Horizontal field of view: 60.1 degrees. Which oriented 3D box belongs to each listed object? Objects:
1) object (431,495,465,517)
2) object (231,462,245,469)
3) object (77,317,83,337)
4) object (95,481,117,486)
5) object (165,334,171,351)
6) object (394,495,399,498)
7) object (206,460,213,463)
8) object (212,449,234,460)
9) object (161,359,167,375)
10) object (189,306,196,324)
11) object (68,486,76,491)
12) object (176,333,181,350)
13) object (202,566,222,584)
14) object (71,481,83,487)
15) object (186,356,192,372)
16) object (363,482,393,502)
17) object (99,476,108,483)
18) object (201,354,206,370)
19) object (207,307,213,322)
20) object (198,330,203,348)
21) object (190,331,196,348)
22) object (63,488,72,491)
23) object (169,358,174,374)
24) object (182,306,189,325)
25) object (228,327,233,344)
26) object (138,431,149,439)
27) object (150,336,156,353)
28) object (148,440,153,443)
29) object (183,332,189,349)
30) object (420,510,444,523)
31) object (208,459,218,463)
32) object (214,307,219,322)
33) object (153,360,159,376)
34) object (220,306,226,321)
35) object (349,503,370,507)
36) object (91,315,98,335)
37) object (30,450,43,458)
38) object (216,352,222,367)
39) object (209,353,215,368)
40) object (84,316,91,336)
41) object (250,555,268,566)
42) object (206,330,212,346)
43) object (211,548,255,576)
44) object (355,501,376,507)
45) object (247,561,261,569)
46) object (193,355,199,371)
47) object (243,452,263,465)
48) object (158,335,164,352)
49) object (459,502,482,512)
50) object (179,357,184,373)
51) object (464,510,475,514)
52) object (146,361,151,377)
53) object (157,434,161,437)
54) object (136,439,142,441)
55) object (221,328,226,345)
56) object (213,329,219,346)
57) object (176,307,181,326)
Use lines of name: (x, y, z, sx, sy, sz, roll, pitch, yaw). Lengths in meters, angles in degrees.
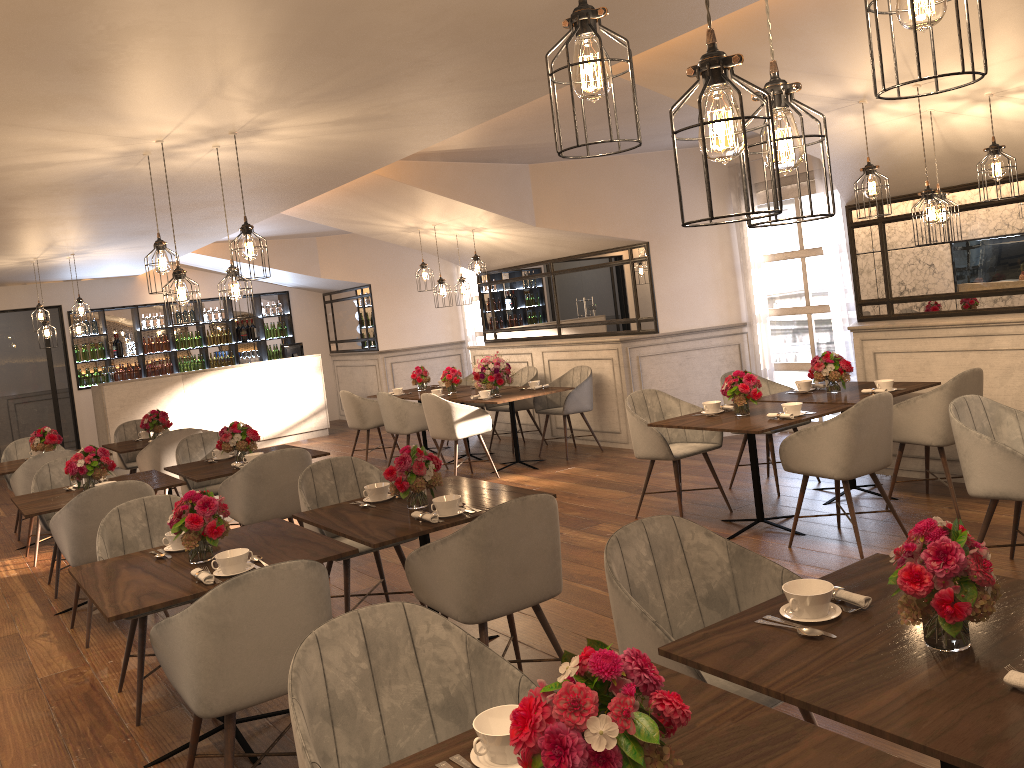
object: (-0.276, 0.523, 3.782, 0.148, 0.072, 0.149, -4, 5, 33)
object: (-1.810, 0.538, 5.847, 0.056, 0.039, 0.175, -10, 6, -34)
object: (-6.267, -0.843, 12.805, 0.075, 0.309, 0.075, -7, 2, -9)
object: (-2.471, 0.640, 5.395, 0.148, 0.072, 0.149, -6, 5, 9)
object: (-5.255, -0.629, 13.516, 0.065, 0.261, 0.066, -5, 2, 35)
object: (-0.573, 0.536, 4.303, 0.025, 0.024, 0.192, -9, 6, -34)
object: (-2.167, 0.550, 6.315, 0.043, 0.015, 0.197, -10, 6, -37)
object: (-2.089, 0.505, 6.394, 0.148, 0.072, 0.149, -6, 5, 9)
object: (-5.303, -0.253, 13.465, 0.065, 0.261, 0.066, -5, 2, 35)
object: (-4.951, -1.081, 13.706, 0.075, 0.309, 0.075, -8, 2, -23)
object: (-2.887, 0.687, 5.814, 0.022, 0.004, 0.210, -10, 6, -34)
object: (-5.131, -0.652, 13.601, 0.065, 0.261, 0.066, -5, 2, 35)
object: (-1.096, 0.695, 3.230, 0.025, 0.024, 0.192, -9, 6, -34)
object: (-2.842, 0.641, 5.878, 0.148, 0.072, 0.149, -6, 5, 9)
object: (-4.998, -0.309, 13.674, 0.065, 0.261, 0.066, -5, 2, 35)
object: (-0.646, 0.524, 4.265, 0.148, 0.072, 0.149, -4, 5, 33)
object: (-2.747, 0.641, 5.943, 0.056, 0.039, 0.175, -10, 6, -34)
object: (-4.816, -0.341, 13.798, 0.065, 0.261, 0.066, -5, 2, 35)
object: (-4.730, -1.083, 13.856, 0.070, 0.235, 0.041, -8, 2, -34)
object: (-4.860, -0.702, 13.787, 0.065, 0.263, 0.066, -5, 2, 35)
object: (-4.950, -0.685, 13.725, 0.065, 0.263, 0.066, -5, 2, 35)
object: (-2.921, 0.687, 5.800, 0.043, 0.015, 0.197, -10, 6, -37)
object: (-5.212, -0.270, 13.527, 0.065, 0.261, 0.066, -5, 2, 35)
object: (-5.036, -1.066, 13.647, 0.075, 0.309, 0.075, -8, 2, -23)
object: (-4.478, -0.770, 14.048, 0.065, 0.261, 0.066, -5, 2, 35)
object: (-3.490, 0.486, 8.461, 0.148, 0.072, 0.148, -8, 5, -11)
object: (-5.436, -0.596, 13.392, 0.065, 0.261, 0.066, -5, 2, 35)
object: (-3.210, 0.519, 7.914, 0.056, 0.039, 0.175, -10, 6, -34)
object: (-5.041, -0.669, 13.663, 0.065, 0.263, 0.066, -5, 2, 35)
object: (-0.343, 0.559, 3.746, 0.025, 0.024, 0.192, -9, 6, -34)
object: (-2.134, 0.551, 6.330, 0.022, 0.004, 0.210, -10, 6, -34)
object: (-4.647, -1.098, 13.912, 0.070, 0.235, 0.041, -8, 2, -34)
object: (-5.393, -0.237, 13.403, 0.065, 0.261, 0.066, -5, 2, 35)
object: (-4.565, -1.112, 13.969, 0.070, 0.235, 0.041, -8, 2, -34)
object: (-0.725, 0.570, 4.187, 0.043, 0.015, 0.197, -10, 6, -37)
object: (-6.096, -0.874, 12.922, 0.075, 0.309, 0.075, -6, 2, 13)
object: (-4.243, 0.622, 7.945, 0.148, 0.072, 0.148, -8, 5, -11)
object: (-4.617, -0.378, 13.935, 0.065, 0.261, 0.066, -5, 2, 35)
object: (-4.707, -0.361, 13.873, 0.065, 0.261, 0.066, -5, 2, 35)
object: (-6.181, -0.858, 12.863, 0.075, 0.309, 0.075, -6, 2, 9)
object: (-0.950, 0.673, 3.342, 0.043, 0.015, 0.197, -10, 6, -30)
object: (-4.750, -0.721, 13.862, 0.065, 0.261, 0.066, -5, 2, 35)
object: (-1.029, 0.660, 3.266, 0.148, 0.072, 0.149, -4, 5, 33)
object: (-0.691, 0.570, 4.201, 0.022, 0.004, 0.210, -10, 6, -34)
object: (-0.975, 0.682, 3.333, 0.022, 0.004, 0.210, -10, 6, -34)
object: (-4.907, -0.325, 13.736, 0.065, 0.261, 0.066, -5, 2, 35)
object: (-1.718, 0.504, 5.911, 0.148, 0.072, 0.149, -6, 5, 9)
object: (-5.346, -0.613, 13.454, 0.065, 0.261, 0.066, -5, 2, 35)
object: (-0.190, 0.535, 3.862, 0.043, 0.015, 0.197, -10, 6, -37)
object: (-5.088, -0.292, 13.612, 0.065, 0.261, 0.066, -5, 2, 35)
object: (-0.222, 0.546, 3.848, 0.022, 0.004, 0.210, -10, 6, -34)
object: (-5.484, -0.221, 13.341, 0.065, 0.261, 0.066, -5, 2, 35)
object: (-3.119, 0.485, 7.977, 0.148, 0.072, 0.149, -6, 5, 9)
object: (-3.535, 0.532, 8.396, 0.022, 0.004, 0.210, -10, 6, -34)
object: (-4.569, -0.753, 13.986, 0.065, 0.261, 0.066, -5, 2, 35)
object: (-4.660, -0.737, 13.924, 0.065, 0.261, 0.066, -5, 2, 35)
object: (-5.122, -1.050, 13.589, 0.075, 0.309, 0.075, -7, 2, -2)
